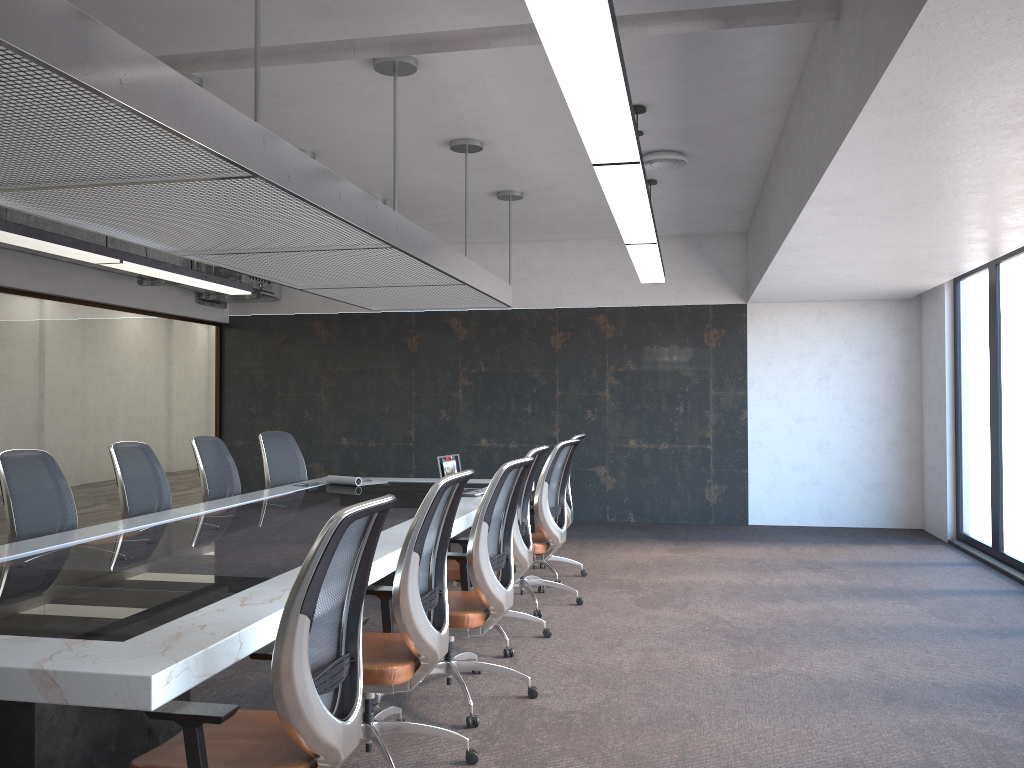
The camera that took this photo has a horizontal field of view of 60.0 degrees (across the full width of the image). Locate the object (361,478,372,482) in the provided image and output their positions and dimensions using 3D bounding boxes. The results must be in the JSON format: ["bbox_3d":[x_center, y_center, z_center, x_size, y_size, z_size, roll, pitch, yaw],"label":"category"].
[{"bbox_3d":[-1.273,0.804,7.429,0.200,0.036,0.049,1,-1,-42],"label":"object"}]

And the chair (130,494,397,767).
[{"bbox_3d":[-0.732,0.896,2.504,0.828,1.166,0.789,0,-1,-25],"label":"chair"}]

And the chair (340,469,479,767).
[{"bbox_3d":[-0.546,0.913,3.433,0.828,1.166,0.789,0,-1,-25],"label":"chair"}]

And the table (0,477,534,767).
[{"bbox_3d":[-1.280,1.150,5.068,1.898,0.745,5.498,0,-1,11],"label":"table"}]

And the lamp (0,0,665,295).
[{"bbox_3d":[-1.278,-1.374,5.202,4.126,0.908,6.097,0,-1,11],"label":"lamp"}]

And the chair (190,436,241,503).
[{"bbox_3d":[-2.010,0.978,6.718,0.828,1.166,0.789,0,-1,-25],"label":"chair"}]

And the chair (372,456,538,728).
[{"bbox_3d":[-0.293,0.928,4.245,0.828,1.166,0.789,0,-1,-19],"label":"chair"}]

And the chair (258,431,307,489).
[{"bbox_3d":[-1.776,0.994,7.635,0.828,1.166,0.789,0,-1,-9],"label":"chair"}]

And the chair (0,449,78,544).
[{"bbox_3d":[-2.382,0.944,4.860,0.828,1.166,0.789,0,-1,-25],"label":"chair"}]

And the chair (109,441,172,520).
[{"bbox_3d":[-2.196,0.961,5.789,0.828,1.166,0.789,0,-1,-25],"label":"chair"}]

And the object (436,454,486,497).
[{"bbox_3d":[-0.331,0.660,6.461,0.308,0.277,0.366,-1,-1,22],"label":"object"}]

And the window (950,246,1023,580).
[{"bbox_3d":[3.512,0.150,4.361,0.121,2.670,9.225,0,-1,11],"label":"window"}]

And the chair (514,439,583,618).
[{"bbox_3d":[0.079,0.963,6.209,0.828,1.166,0.789,0,-1,-14],"label":"chair"}]

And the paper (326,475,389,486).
[{"bbox_3d":[-1.277,0.787,7.341,0.348,0.069,0.379,-1,-1,37],"label":"paper"}]

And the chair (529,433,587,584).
[{"bbox_3d":[0.198,0.981,7.150,0.828,1.166,0.789,0,-1,-25],"label":"chair"}]

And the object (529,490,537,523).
[{"bbox_3d":[0.248,0.949,7.149,0.138,0.308,0.378,-1,-1,22],"label":"object"}]

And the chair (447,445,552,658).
[{"bbox_3d":[-0.174,0.947,5.291,0.828,1.166,0.789,0,-1,-25],"label":"chair"}]

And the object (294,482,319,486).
[{"bbox_3d":[-1.656,0.803,7.135,0.161,0.026,0.126,-1,-1,26],"label":"object"}]
